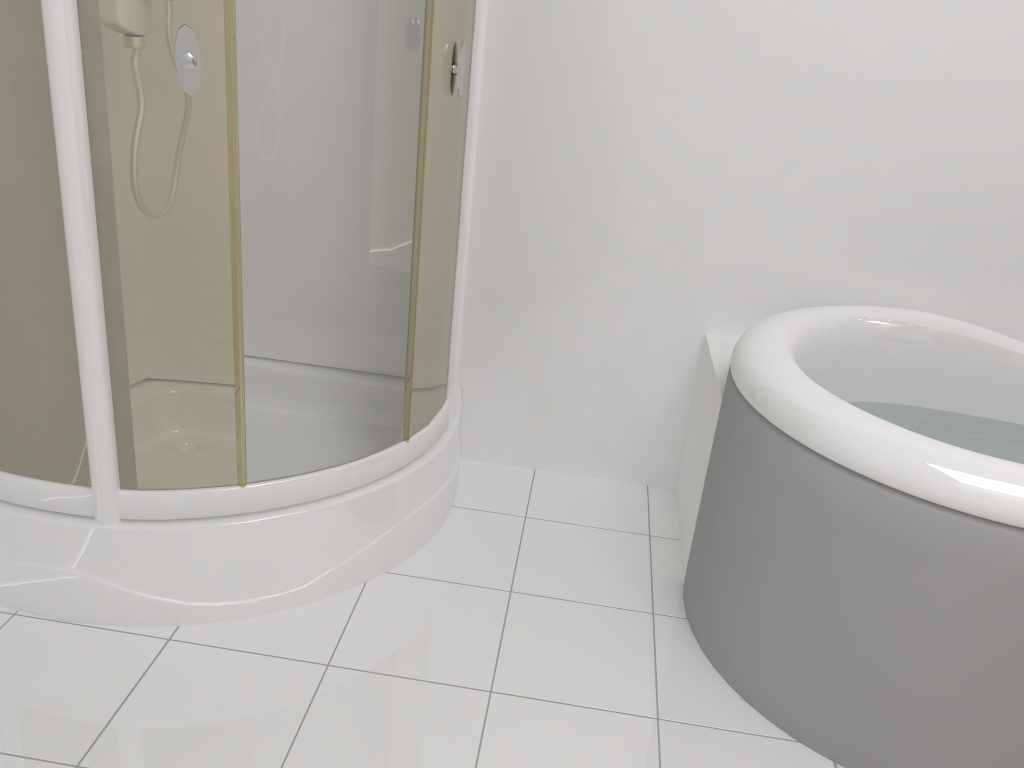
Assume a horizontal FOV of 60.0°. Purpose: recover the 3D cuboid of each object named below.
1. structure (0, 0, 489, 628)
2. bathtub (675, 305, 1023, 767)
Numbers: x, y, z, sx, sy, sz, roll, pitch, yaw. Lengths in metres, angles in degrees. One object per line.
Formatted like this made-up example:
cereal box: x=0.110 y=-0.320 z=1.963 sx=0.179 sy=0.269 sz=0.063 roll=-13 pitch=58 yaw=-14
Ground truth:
structure: x=-0.535 y=-0.674 z=1.801 sx=0.933 sy=2.234 sz=0.932 roll=8 pitch=23 yaw=4
bathtub: x=1.359 y=0.342 z=1.934 sx=1.863 sy=0.674 sz=1.055 roll=8 pitch=23 yaw=4
